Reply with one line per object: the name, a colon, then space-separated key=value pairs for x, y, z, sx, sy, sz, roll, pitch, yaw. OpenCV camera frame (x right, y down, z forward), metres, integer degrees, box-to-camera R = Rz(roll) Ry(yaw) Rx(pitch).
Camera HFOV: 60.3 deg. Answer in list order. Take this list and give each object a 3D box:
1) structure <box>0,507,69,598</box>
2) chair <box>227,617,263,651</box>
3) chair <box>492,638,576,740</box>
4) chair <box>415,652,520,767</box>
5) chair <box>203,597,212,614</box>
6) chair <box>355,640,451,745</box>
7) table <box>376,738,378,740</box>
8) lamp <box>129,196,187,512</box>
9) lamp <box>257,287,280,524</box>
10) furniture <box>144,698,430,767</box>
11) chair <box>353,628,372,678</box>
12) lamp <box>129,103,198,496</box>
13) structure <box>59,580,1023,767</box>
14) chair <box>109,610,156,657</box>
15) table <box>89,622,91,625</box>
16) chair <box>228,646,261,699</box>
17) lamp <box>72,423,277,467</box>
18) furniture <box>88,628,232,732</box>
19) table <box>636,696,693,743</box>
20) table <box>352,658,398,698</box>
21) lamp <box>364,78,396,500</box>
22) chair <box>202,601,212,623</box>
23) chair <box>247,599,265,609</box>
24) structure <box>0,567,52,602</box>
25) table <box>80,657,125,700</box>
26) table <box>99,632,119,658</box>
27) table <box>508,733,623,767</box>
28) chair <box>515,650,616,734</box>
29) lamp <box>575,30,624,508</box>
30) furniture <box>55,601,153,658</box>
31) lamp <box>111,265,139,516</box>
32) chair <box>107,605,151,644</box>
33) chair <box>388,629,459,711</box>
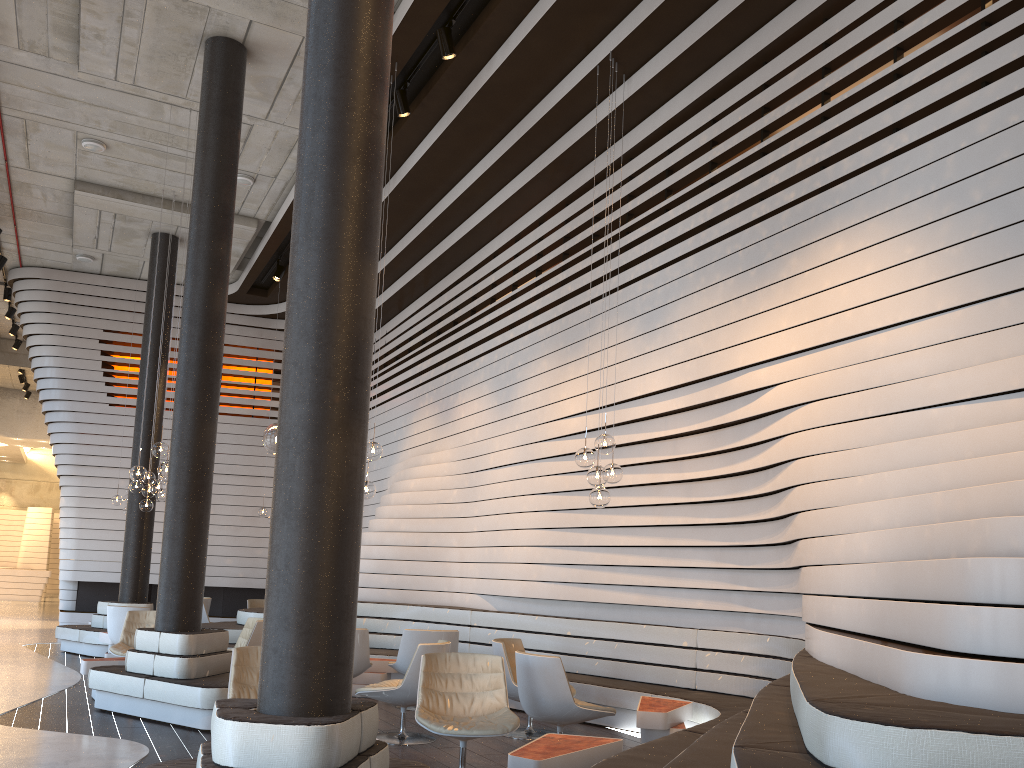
structure: x=-17.226 y=5.722 z=30.137 sx=4.534 sy=2.826 sz=5.908 roll=8 pitch=-12 yaw=-26
chair: x=-2.812 y=2.717 z=8.780 sx=0.710 sy=0.756 sz=0.667 roll=6 pitch=-10 yaw=-23
chair: x=0.172 y=2.541 z=7.383 sx=0.713 sy=0.756 sz=0.664 roll=0 pitch=-10 yaw=18
chair: x=-0.300 y=2.136 z=5.636 sx=0.656 sy=0.756 sz=0.722 roll=4 pitch=-9 yaw=-10
chair: x=-5.113 y=3.725 z=13.825 sx=0.710 sy=0.756 sz=0.667 roll=7 pitch=-10 yaw=-24
chair: x=-0.854 y=2.398 z=6.937 sx=0.712 sy=0.756 sz=0.665 roll=0 pitch=-9 yaw=14
table: x=-1.218 y=2.108 z=4.791 sx=0.906 sy=0.365 sz=0.420 roll=8 pitch=-11 yaw=-24
lamp: x=-4.545 y=-0.628 z=11.524 sx=0.276 sy=4.567 sz=0.548 roll=-1 pitch=-7 yaw=25
lamp: x=-3.714 y=-0.023 z=14.361 sx=0.544 sy=4.613 sz=0.297 roll=3 pitch=-6 yaw=-1
furniture: x=-1.114 y=1.693 z=3.680 sx=1.276 sy=0.712 sz=1.799 roll=1 pitch=-12 yaw=9
chair: x=-1.651 y=2.666 z=8.319 sx=0.656 sy=0.756 sz=0.722 roll=3 pitch=-9 yaw=-6
lamp: x=-3.498 y=-1.160 z=9.152 sx=0.545 sy=4.613 sz=0.296 roll=8 pitch=-9 yaw=-41
structure: x=-1.236 y=2.905 z=9.689 sx=5.779 sy=0.914 sz=18.491 roll=9 pitch=-14 yaw=-29
chair: x=-3.797 y=2.759 z=9.169 sx=0.656 sy=0.756 sz=0.722 roll=4 pitch=-9 yaw=-8
table: x=-5.974 y=3.775 z=13.323 sx=0.418 sy=0.365 sz=0.911 roll=-6 pitch=-14 yaw=40
chair: x=-1.470 y=2.067 z=5.559 sx=0.656 sy=0.756 sz=0.721 roll=7 pitch=-10 yaw=-25
lamp: x=2.548 y=-2.475 z=1.159 sx=9.037 sy=4.550 sz=42.588 roll=8 pitch=-13 yaw=-26
furniture: x=-2.658 y=2.504 z=7.673 sx=1.786 sy=0.712 sz=1.285 roll=-5 pitch=-13 yaw=34
table: x=1.175 y=2.644 z=6.749 sx=0.414 sy=0.365 sz=0.919 roll=1 pitch=-12 yaw=11
table: x=-1.645 y=3.065 z=9.228 sx=0.906 sy=0.366 sz=0.420 roll=1 pitch=-10 yaw=6
lamp: x=-1.266 y=-1.298 z=8.116 sx=0.309 sy=4.679 sz=0.671 roll=5 pitch=-7 yaw=-18
chair: x=-4.372 y=3.561 z=12.932 sx=0.710 sy=0.756 sz=0.667 roll=6 pitch=-10 yaw=-22
chair: x=-3.868 y=3.814 z=13.982 sx=0.717 sy=0.756 sz=0.661 roll=-4 pitch=-11 yaw=36
structure: x=-16.044 y=6.312 z=28.073 sx=7.574 sy=0.885 sz=2.566 roll=-8 pitch=-16 yaw=41
table: x=-3.616 y=2.786 z=8.354 sx=0.907 sy=0.365 sz=0.419 roll=10 pitch=-12 yaw=-33
table: x=-4.785 y=3.362 z=11.206 sx=0.905 sy=0.365 sz=0.420 roll=6 pitch=-11 yaw=-18
table: x=0.225 y=2.202 z=4.929 sx=0.417 sy=0.365 sz=0.913 roll=-5 pitch=-13 yaw=35
chair: x=0.363 y=2.328 z=6.376 sx=0.710 sy=0.756 sz=0.666 roll=7 pitch=-10 yaw=-26
lamp: x=0.752 y=-1.317 z=7.246 sx=0.335 sy=4.652 sz=0.536 roll=-1 pitch=-7 yaw=25
furniture: x=-5.582 y=3.372 z=12.207 sx=1.276 sy=0.712 sz=1.799 roll=9 pitch=-13 yaw=-30
lamp: x=-5.952 y=-0.190 z=14.055 sx=0.276 sy=4.567 sz=0.549 roll=0 pitch=-7 yaw=22
chair: x=-4.484 y=3.023 z=10.506 sx=0.657 sy=0.756 sz=0.720 roll=1 pitch=-9 yaw=11
chair: x=-0.858 y=2.766 z=8.615 sx=0.656 sy=0.756 sz=0.722 roll=6 pitch=-10 yaw=-19
